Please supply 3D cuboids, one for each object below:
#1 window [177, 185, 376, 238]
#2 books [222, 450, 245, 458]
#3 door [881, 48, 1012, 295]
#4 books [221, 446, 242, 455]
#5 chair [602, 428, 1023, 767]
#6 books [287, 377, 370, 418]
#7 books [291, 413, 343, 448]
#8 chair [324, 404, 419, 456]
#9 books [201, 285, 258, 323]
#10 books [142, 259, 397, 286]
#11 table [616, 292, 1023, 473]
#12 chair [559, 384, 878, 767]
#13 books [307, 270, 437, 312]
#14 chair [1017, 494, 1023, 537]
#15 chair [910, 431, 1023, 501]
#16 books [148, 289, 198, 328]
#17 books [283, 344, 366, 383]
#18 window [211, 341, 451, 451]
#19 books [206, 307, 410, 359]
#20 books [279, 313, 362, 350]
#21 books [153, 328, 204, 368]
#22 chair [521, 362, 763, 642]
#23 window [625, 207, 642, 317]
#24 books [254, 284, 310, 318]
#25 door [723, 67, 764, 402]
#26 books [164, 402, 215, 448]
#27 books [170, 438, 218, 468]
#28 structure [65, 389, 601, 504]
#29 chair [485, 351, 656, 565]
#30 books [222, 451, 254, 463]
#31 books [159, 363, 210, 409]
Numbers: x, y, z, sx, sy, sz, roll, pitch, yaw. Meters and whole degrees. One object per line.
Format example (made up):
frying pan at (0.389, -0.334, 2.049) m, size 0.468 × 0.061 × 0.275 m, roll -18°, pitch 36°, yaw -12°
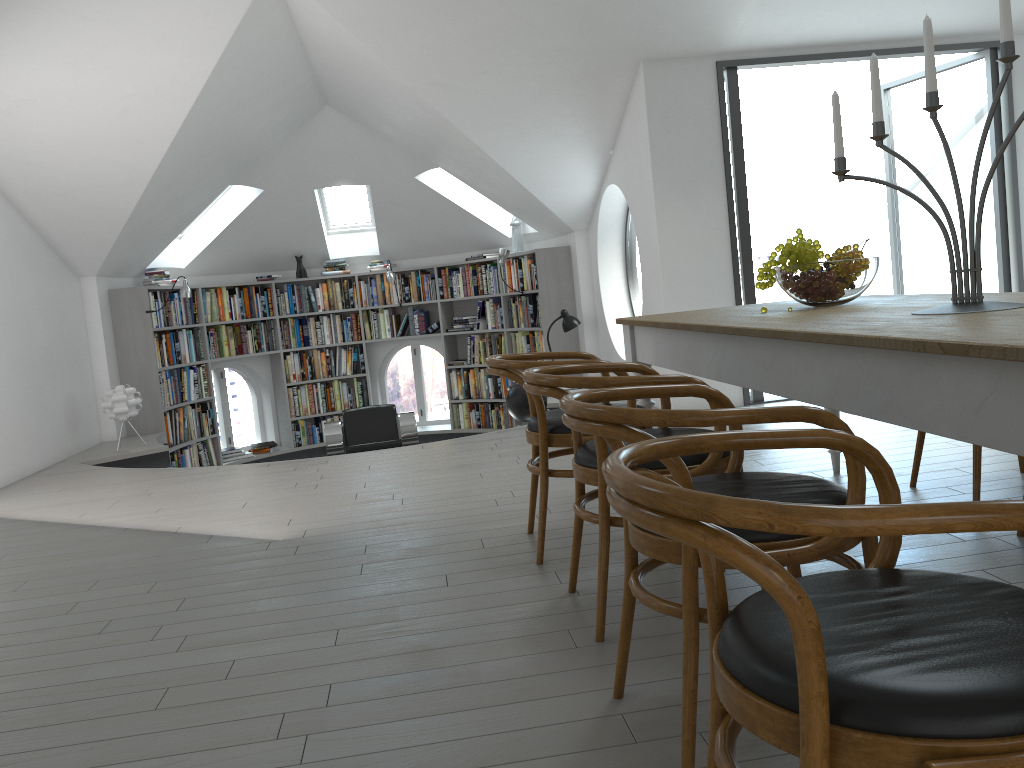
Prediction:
window at (-1.781, -2.023, 9.360) m, size 4.056 × 0.712 × 1.936 m, roll -6°, pitch 6°, yaw -6°
books at (-3.067, 0.756, 9.639) m, size 0.270 × 0.031 × 0.286 m, roll -9°, pitch 7°, yaw -30°
door at (3.389, -1.285, 6.953) m, size 0.080 × 2.342 × 1.052 m, roll -7°, pitch 5°, yaw -21°
books at (-3.070, 0.724, 9.637) m, size 0.214 × 0.036 × 0.227 m, roll -9°, pitch 7°, yaw -30°
chair at (0.459, 0.432, 1.150) m, size 0.621 × 0.733 × 0.528 m, roll -6°, pitch 5°, yaw -4°
books at (-2.113, 0.139, 10.226) m, size 1.033 × 0.357 × 0.293 m, roll -8°, pitch 5°, yaw -21°
books at (-2.092, 0.502, 10.241) m, size 1.020 × 0.306 × 0.288 m, roll -8°, pitch 5°, yaw -22°
chair at (-1.307, 0.591, 8.285) m, size 0.823 × 0.718 × 0.742 m, roll -7°, pitch 5°, yaw -12°
books at (-3.109, -0.853, 9.516) m, size 0.269 × 0.372 × 0.795 m, roll -2°, pitch 7°, yaw 37°
books at (-2.619, -1.220, 9.679) m, size 2.820 × 0.173 × 0.747 m, roll -10°, pitch 7°, yaw -36°
table at (1.202, 0.197, 2.372) m, size 1.019 × 0.797 × 3.356 m, roll -6°, pitch 6°, yaw -6°
chair at (0.440, 0.360, 1.874) m, size 0.622 × 0.733 × 0.528 m, roll -7°, pitch 5°, yaw -11°
books at (-1.583, -1.079, 10.230) m, size 1.566 × 0.366 × 0.394 m, roll -6°, pitch 5°, yaw -1°
chair at (1.961, 0.120, 2.729) m, size 0.622 × 0.733 × 0.528 m, roll -7°, pitch 5°, yaw -10°
chair at (1.934, 0.048, 3.454) m, size 0.621 × 0.733 × 0.528 m, roll -6°, pitch 5°, yaw -6°
books at (-3.442, -0.731, 8.689) m, size 0.300 × 0.360 × 1.035 m, roll -5°, pitch 6°, yaw 10°
books at (-2.164, -0.242, 10.191) m, size 0.999 × 0.351 × 0.297 m, roll -8°, pitch 5°, yaw -23°
window at (-2.171, 0.131, 10.303) m, size 3.235 × 1.148 × 0.617 m, roll -8°, pitch 5°, yaw -21°
books at (-2.333, -0.577, 9.957) m, size 2.533 × 0.370 × 0.591 m, roll -9°, pitch 6°, yaw -26°
books at (-2.217, -0.620, 10.203) m, size 1.029 × 0.358 × 0.301 m, roll -8°, pitch 5°, yaw -21°
books at (-3.414, -0.348, 8.736) m, size 0.303 × 0.347 × 1.091 m, roll -5°, pitch 6°, yaw 9°
chair at (0.369, 0.293, 2.597) m, size 0.621 × 0.733 × 0.528 m, roll -6°, pitch 5°, yaw -6°
window at (1.188, -0.967, 7.427) m, size 0.104 × 1.467 × 1.473 m, roll -6°, pitch 5°, yaw -6°
books at (-2.621, -0.939, 9.987) m, size 0.683 × 0.345 × 0.265 m, roll -9°, pitch 6°, yaw -30°
door at (1.585, -1.085, 6.773) m, size 0.080 × 2.342 × 1.053 m, roll -6°, pitch 4°, yaw -6°
books at (-3.315, 0.602, 8.510) m, size 0.390 × 0.694 × 1.645 m, roll -5°, pitch 6°, yaw 4°
books at (-3.288, 0.758, 8.850) m, size 0.282 × 0.319 × 0.921 m, roll -5°, pitch 6°, yaw 12°
structure at (-1.363, 0.614, 8.173) m, size 4.707 × 0.692 × 4.723 m, roll -1°, pitch 7°, yaw 38°
chair at (0.242, 0.233, 3.313) m, size 0.621 × 0.733 × 0.528 m, roll -6°, pitch 5°, yaw -3°
books at (-3.064, 0.789, 9.641) m, size 0.366 × 0.042 × 0.388 m, roll -11°, pitch 8°, yaw -40°
books at (-3.338, 0.024, 8.731) m, size 0.260 × 0.358 × 1.023 m, roll -5°, pitch 6°, yaw 11°
